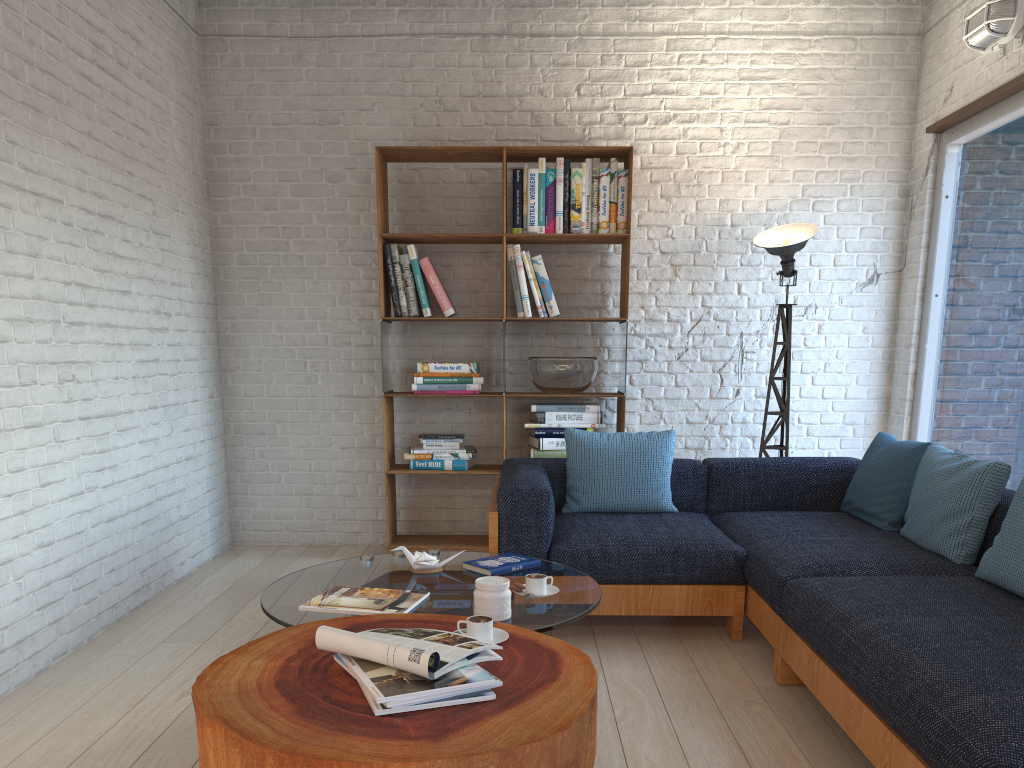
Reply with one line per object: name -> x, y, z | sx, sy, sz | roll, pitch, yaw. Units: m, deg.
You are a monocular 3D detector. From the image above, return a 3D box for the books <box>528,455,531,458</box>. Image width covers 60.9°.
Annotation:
books -> 0.293, 0.448, 4.976 | 0.379, 0.066, 0.238 | 0, 3, -5

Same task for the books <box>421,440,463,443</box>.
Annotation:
books -> -0.405, 0.320, 4.995 | 0.236, 0.019, 0.167 | 0, 2, -6

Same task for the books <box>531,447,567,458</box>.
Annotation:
books -> 0.292, 0.386, 4.982 | 0.362, 0.057, 0.276 | 0, 2, 3

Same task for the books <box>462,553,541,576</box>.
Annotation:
books -> -0.036, 0.635, 3.070 | 0.229, 0.023, 0.160 | -2, 3, -41

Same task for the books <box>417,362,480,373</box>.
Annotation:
books -> -0.350, -0.092, 4.886 | 0.326, 0.057, 0.249 | 0, 3, 3

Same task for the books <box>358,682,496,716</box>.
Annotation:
books -> -0.206, 0.643, 1.907 | 0.252, 0.011, 0.312 | -1, 2, -20

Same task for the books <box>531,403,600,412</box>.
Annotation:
books -> 0.297, 0.131, 4.926 | 0.379, 0.037, 0.238 | 0, 2, 1

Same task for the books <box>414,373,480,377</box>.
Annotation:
books -> -0.359, -0.053, 4.896 | 0.355, 0.021, 0.266 | 0, 2, -1

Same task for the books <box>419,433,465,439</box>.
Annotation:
books -> -0.396, 0.295, 4.970 | 0.252, 0.017, 0.158 | 0, 2, 1

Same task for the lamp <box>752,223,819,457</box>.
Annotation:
lamp -> 1.588, 0.086, 4.541 | 0.503, 1.897, 0.847 | -6, 12, -27

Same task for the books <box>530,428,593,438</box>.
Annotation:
books -> 0.276, 0.265, 4.929 | 0.326, 0.057, 0.249 | 0, 3, -4

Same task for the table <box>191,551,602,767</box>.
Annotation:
table -> -0.294, 0.860, 2.484 | 1.076, 0.458, 1.788 | 1, 3, 6

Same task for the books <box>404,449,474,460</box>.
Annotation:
books -> -0.414, 0.402, 4.993 | 0.379, 0.037, 0.238 | 0, 2, 1

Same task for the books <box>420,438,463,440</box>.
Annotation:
books -> -0.398, 0.307, 4.985 | 0.242, 0.008, 0.152 | 0, 2, 1

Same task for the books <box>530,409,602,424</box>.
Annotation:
books -> 0.302, 0.183, 4.941 | 0.379, 0.066, 0.238 | 0, 3, -5

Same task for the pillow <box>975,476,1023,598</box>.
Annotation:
pillow -> 1.640, 0.466, 2.297 | 0.254, 0.426, 1.183 | 0, 3, 0

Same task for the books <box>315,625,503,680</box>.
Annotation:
books -> -0.227, 0.595, 1.964 | 0.320, 0.112, 0.268 | 2, 4, 33

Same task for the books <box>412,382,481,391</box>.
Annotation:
books -> -0.368, 0.013, 4.898 | 0.379, 0.037, 0.238 | 0, 2, -4

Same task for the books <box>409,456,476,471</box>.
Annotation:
books -> -0.393, 0.449, 4.994 | 0.326, 0.057, 0.249 | 1, 3, 11

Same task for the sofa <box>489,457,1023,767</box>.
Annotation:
sofa -> 0.936, 0.749, 2.569 | 2.079, 0.677, 3.858 | 0, 2, 1

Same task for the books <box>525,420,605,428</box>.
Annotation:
books -> 0.293, 0.226, 4.933 | 0.444, 0.021, 0.266 | 0, 2, 1

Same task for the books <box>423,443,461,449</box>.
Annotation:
books -> -0.399, 0.347, 4.994 | 0.206, 0.035, 0.129 | 0, 3, 1

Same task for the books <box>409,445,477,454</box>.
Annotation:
books -> -0.398, 0.374, 4.977 | 0.379, 0.019, 0.238 | 0, 2, -7

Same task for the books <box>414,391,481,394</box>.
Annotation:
books -> -0.359, 0.042, 4.910 | 0.355, 0.021, 0.266 | 0, 2, 1

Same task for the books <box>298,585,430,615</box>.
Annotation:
books -> -0.441, 0.656, 2.637 | 0.318, 0.011, 0.247 | 1, 2, 13

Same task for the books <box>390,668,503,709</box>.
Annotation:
books -> -0.209, 0.631, 1.920 | 0.251, 0.011, 0.313 | -1, 2, -30

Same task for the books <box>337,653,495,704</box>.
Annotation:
books -> -0.216, 0.611, 1.890 | 0.251, 0.011, 0.312 | -1, 2, -25

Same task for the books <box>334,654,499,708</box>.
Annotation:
books -> -0.215, 0.621, 1.900 | 0.251, 0.011, 0.313 | -1, 2, -30

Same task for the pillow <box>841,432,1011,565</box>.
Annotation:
pillow -> 1.671, 0.443, 3.622 | 0.243, 0.408, 1.080 | 0, 3, 0

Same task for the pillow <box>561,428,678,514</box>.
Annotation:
pillow -> 0.511, 0.413, 4.130 | 0.555, 0.421, 0.217 | 0, 10, 0

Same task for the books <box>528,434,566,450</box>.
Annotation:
books -> 0.304, 0.327, 4.953 | 0.379, 0.066, 0.239 | 0, 3, -12

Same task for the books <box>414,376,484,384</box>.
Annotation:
books -> -0.357, -0.023, 4.883 | 0.379, 0.037, 0.238 | 0, 2, -6
